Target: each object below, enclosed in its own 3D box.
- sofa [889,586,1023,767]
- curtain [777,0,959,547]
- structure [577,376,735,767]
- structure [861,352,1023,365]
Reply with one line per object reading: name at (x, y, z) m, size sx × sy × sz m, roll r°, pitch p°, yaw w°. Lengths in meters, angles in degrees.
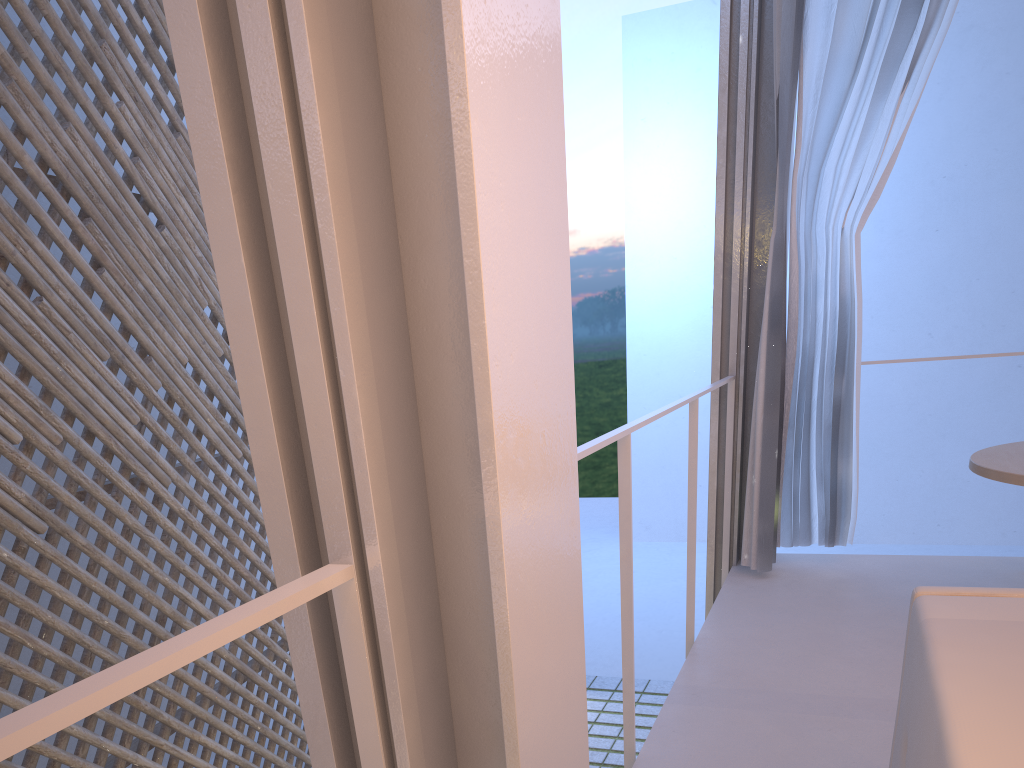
sofa at (0.478, 0.414, 0.407) m, size 0.498 × 0.404 × 0.903 m, roll 0°, pitch 7°, yaw 22°
curtain at (0.849, -0.815, 1.666) m, size 0.513 × 2.655 × 0.086 m, roll 2°, pitch 22°, yaw 16°
structure at (0.276, 0.331, 1.457) m, size 0.028 × 0.608 × 1.560 m, roll 5°, pitch 9°, yaw 22°
structure at (1.665, 0.786, 2.875) m, size 1.359 × 1.967 × 1.303 m, roll 2°, pitch 16°, yaw 21°
